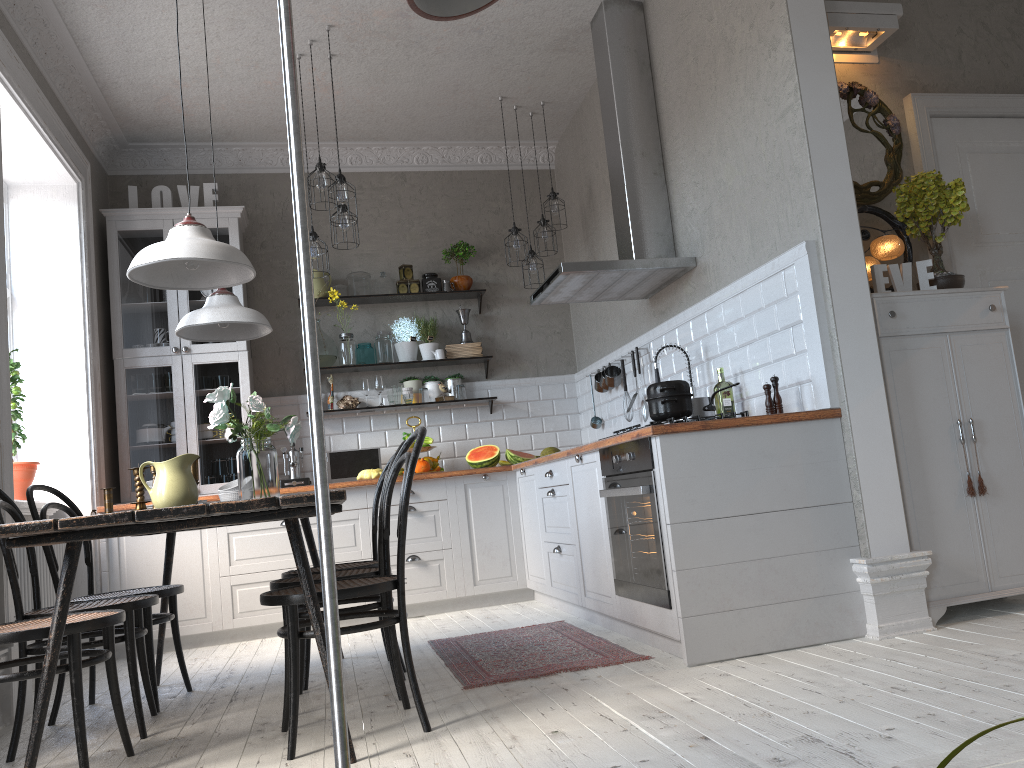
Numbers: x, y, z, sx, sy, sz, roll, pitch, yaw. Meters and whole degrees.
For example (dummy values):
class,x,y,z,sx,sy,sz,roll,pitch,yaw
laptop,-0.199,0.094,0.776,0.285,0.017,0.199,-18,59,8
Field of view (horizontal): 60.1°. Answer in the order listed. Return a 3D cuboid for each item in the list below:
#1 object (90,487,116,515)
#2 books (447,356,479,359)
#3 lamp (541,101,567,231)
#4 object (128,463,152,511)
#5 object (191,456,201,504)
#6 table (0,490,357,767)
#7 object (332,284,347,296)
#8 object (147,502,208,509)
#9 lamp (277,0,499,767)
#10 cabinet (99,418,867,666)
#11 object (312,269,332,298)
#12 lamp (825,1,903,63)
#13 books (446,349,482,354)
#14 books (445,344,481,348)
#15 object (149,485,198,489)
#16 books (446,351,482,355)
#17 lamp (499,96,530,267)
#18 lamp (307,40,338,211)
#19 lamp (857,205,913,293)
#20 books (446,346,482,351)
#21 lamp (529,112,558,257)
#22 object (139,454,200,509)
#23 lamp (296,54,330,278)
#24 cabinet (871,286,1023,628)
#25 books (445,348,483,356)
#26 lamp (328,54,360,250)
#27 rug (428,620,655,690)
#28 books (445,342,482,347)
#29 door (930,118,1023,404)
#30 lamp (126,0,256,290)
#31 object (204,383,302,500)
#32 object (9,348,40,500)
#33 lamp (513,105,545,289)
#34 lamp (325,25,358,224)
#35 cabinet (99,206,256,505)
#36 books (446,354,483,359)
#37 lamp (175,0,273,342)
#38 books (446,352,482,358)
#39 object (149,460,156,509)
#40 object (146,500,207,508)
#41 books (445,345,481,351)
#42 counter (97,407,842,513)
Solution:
class,x,y,z,sx,sy,sz,roll,pitch,yaw
object,-1.407,0.420,3.090,0.142,0.112,0.137,-2,-8,-31
books,-0.343,-0.178,6.415,0.263,0.011,0.156,-5,-7,-11
lamp,0.211,-1.906,6.063,0.150,1.734,0.143,0,-9,-41
object,-1.219,0.345,2.901,0.098,0.172,0.094,-2,-8,-32
object,-1.018,0.318,2.844,0.059,0.167,0.059,-6,-7,0
table,-1.044,0.818,3.174,0.914,0.734,1.901,-5,-7,-13
object,-1.216,-0.640,6.264,0.104,0.111,0.102,-4,-7,-14
object,-1.278,0.472,3.349,0.242,0.027,0.232,1,-10,-45
lamp,-0.080,0.027,0.575,0.248,0.839,0.140,-9,-7,21
cabinet,-0.169,0.863,4.803,4.117,0.854,2.026,-11,-9,32
object,-1.366,-0.689,6.175,0.191,0.216,0.173,-6,-7,0
lamp,1.531,-1.590,4.013,0.420,0.171,0.217,-4,-7,-14
books,-0.348,-0.221,6.421,0.263,0.011,0.157,-5,-7,-8
books,-0.352,-0.264,6.426,0.262,0.016,0.157,-6,-7,-5
object,-1.283,0.429,3.354,0.182,0.094,0.177,-3,-8,-22
books,-0.347,-0.210,6.419,0.262,0.016,0.157,-6,-7,-5
lamp,-0.047,-1.639,5.887,0.145,1.734,0.148,-8,-7,18
lamp,-1.121,-1.826,4.952,0.149,1.734,0.144,-2,-8,-27
lamp,1.548,-0.495,3.804,0.452,0.558,0.171,-5,-7,-7
books,-0.350,-0.243,6.423,0.263,0.011,0.157,-5,-7,-8
lamp,0.149,-1.752,6.200,0.144,1.734,0.149,-10,-8,28
object,-1.055,0.308,2.751,0.133,0.169,0.153,-12,-9,37
lamp,-1.183,-1.463,5.046,0.143,1.734,0.150,-13,-10,43
cabinet,1.745,0.283,3.638,0.673,1.296,0.380,-4,-7,-14
books,-0.349,-0.232,6.422,0.263,0.011,0.156,-5,-7,-11
lamp,-1.028,-1.633,5.107,0.149,1.734,0.144,-2,-8,-27
rug,0.053,1.142,3.829,0.744,0.014,1.276,-5,-7,-13
books,-0.353,-0.274,6.427,0.263,0.011,0.157,-5,-7,-8
door,2.428,-0.202,4.117,0.759,2.181,0.079,-4,-7,-15
lamp,-1.103,-1.253,2.908,0.373,1.857,0.385,-9,-8,24
object,-0.875,0.199,3.022,0.315,0.414,0.248,-4,-7,-15
object,-2.609,0.211,4.604,0.257,0.812,0.262,-8,-7,14
lamp,0.064,-1.508,6.033,0.150,1.734,0.143,0,-9,-41
lamp,-0.982,-1.728,4.809,0.144,1.734,0.149,-11,-8,33
cabinet,-2.139,-0.171,5.819,0.889,1.920,0.384,-4,-7,-14
books,-0.344,-0.189,6.417,0.263,0.011,0.157,-5,-7,-8
lamp,-1.281,-1.124,3.766,0.381,1.857,0.378,-5,-7,-6
books,-0.346,-0.200,6.418,0.261,0.016,0.157,-6,-7,-2
object,-1.145,0.329,2.848,0.061,0.172,0.062,-7,-7,8
object,-1.279,0.464,3.350,0.236,0.027,0.239,-7,-7,9
books,-0.351,-0.253,6.425,0.261,0.016,0.157,-6,-7,-2
counter,-0.623,0.471,4.597,3.194,0.039,3.357,-5,-7,-13
